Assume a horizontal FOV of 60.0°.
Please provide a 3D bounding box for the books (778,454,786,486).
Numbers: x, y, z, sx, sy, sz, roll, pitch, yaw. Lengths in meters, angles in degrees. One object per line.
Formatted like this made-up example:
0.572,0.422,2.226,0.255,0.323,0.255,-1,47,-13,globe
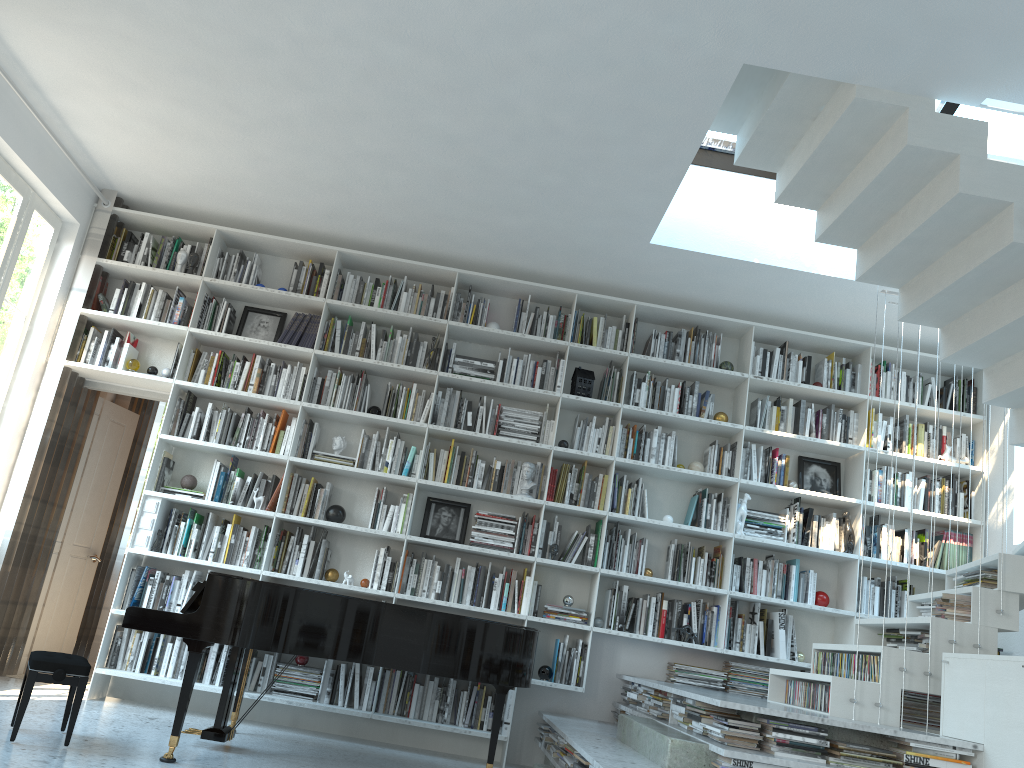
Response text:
1.843,0.621,6.131,0.021,0.252,0.167,10,-15,-1,books

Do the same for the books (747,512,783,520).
1.699,0.910,6.051,0.254,0.012,0.161,9,-16,0,books

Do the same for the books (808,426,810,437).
2.059,0.337,6.249,0.027,0.195,0.131,10,-15,-1,books

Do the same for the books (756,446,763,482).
1.695,0.583,6.143,0.012,0.284,0.160,10,-15,-1,books

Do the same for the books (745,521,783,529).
1.690,0.965,6.029,0.254,0.012,0.161,9,-16,3,books

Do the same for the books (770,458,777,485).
1.777,0.628,6.109,0.013,0.206,0.190,10,-16,-1,books

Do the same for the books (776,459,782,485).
1.813,0.636,6.125,0.033,0.212,0.153,10,-16,-1,books

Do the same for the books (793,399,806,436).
1.977,0.268,6.184,0.032,0.264,0.246,10,-16,-1,books

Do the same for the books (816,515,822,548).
2.066,1.028,6.061,0.031,0.249,0.133,10,-15,-1,books

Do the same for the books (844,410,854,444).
2.356,0.339,6.243,0.026,0.283,0.147,10,-15,-1,books

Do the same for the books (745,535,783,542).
1.670,1.057,6.005,0.285,0.012,0.160,9,-16,2,books

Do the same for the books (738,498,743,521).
1.527,0.922,6.042,0.028,0.266,0.138,10,-15,-1,books

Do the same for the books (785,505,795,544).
1.886,0.977,6.053,0.012,0.284,0.160,10,-15,-1,books

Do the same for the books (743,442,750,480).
1.605,0.558,6.140,0.015,0.300,0.141,10,-15,-1,books

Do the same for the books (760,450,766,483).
1.720,0.598,6.151,0.043,0.268,0.131,10,-15,-1,books

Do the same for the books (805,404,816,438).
2.093,0.295,6.243,0.048,0.282,0.163,10,-15,-1,books

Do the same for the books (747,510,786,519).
1.701,0.898,6.055,0.285,0.012,0.160,11,-16,-3,books

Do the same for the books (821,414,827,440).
2.155,0.333,6.220,0.031,0.217,0.166,10,-16,-1,books

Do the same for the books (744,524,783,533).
1.683,0.988,6.023,0.254,0.012,0.161,11,-16,-6,books

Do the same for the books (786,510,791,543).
1.857,0.992,6.054,0.023,0.246,0.138,10,-15,-1,books

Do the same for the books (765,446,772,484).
1.751,0.588,6.131,0.012,0.286,0.177,10,-15,-1,books

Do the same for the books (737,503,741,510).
1.498,0.931,6.006,0.027,0.221,0.184,10,-16,-1,books

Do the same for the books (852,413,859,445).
2.383,0.352,6.239,0.031,0.264,0.170,10,-15,-1,books

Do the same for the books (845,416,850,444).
2.328,0.360,6.240,0.022,0.233,0.159,10,-15,-1,books

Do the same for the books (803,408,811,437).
2.037,0.303,6.208,0.030,0.229,0.187,10,-16,-1,books

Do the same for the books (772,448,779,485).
1.796,0.597,6.130,0.014,0.284,0.176,10,-15,-1,books

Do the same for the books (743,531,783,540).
1.674,1.034,6.009,0.285,0.012,0.160,9,-16,3,books

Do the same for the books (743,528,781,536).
1.678,1.012,6.023,0.254,0.012,0.161,9,-16,0,books

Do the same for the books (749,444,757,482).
1.654,0.572,6.136,0.065,0.288,0.146,10,-15,-1,books

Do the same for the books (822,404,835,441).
2.210,0.304,6.227,0.022,0.293,0.181,10,-15,-1,books

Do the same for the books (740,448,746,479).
1.578,0.580,6.146,0.030,0.253,0.128,10,-15,-1,books

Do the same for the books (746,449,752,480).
1.614,0.583,6.124,0.011,0.247,0.156,10,-15,-1,books

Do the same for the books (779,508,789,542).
1.842,0.981,6.038,0.012,0.253,0.161,10,-15,-1,books

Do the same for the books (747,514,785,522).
1.697,0.921,6.048,0.285,0.012,0.160,9,-16,0,books

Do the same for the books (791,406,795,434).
1.943,0.289,6.230,0.025,0.238,0.143,10,-15,-1,books

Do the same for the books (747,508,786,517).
1.703,0.887,6.058,0.285,0.012,0.160,9,-16,0,books

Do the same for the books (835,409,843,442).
2.261,0.324,6.227,0.036,0.271,0.177,10,-15,-1,books

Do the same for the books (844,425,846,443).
2.311,0.353,6.249,0.014,0.245,0.143,10,-15,-1,books

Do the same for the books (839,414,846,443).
2.291,0.347,6.230,0.030,0.240,0.162,10,-15,-1,books

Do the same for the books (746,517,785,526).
1.693,0.944,6.042,0.285,0.012,0.160,9,-16,0,books

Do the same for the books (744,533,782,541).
1.672,1.046,6.009,0.254,0.012,0.161,11,-16,-5,books

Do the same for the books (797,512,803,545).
1.925,1.002,6.029,0.030,0.236,0.179,10,-16,-1,books

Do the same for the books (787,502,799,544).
1.901,0.964,6.029,0.011,0.299,0.184,10,-15,-1,books

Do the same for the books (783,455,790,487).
1.866,0.627,6.121,0.026,0.243,0.178,10,-16,-1,books

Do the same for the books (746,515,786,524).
1.695,0.931,6.038,0.285,0.012,0.160,11,-16,-6,books

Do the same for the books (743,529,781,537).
1.676,1.023,6.015,0.254,0.012,0.161,9,-16,2,books

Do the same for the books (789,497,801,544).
1.914,0.947,6.034,0.010,0.338,0.180,10,-15,-1,books

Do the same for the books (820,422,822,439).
2.132,0.333,6.229,0.013,0.215,0.178,10,-16,-1,books

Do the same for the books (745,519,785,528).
1.691,0.955,6.037,0.285,0.012,0.160,11,-16,-4,books

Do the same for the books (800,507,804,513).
1.949,0.989,6.051,0.013,0.279,0.131,10,-15,-1,books

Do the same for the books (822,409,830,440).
2.184,0.318,6.235,0.023,0.263,0.156,10,-15,-1,books

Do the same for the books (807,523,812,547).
2.017,1.007,6.067,0.010,0.277,0.129,10,-15,-1,books

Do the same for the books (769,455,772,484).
1.763,0.604,6.142,0.020,0.266,0.152,10,-15,-1,books

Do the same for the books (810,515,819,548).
2.036,1.021,6.042,0.031,0.241,0.147,10,-15,-1,books

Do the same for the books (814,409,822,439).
2.122,0.314,6.215,0.014,0.239,0.190,10,-16,-1,books

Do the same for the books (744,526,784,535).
1.681,1.001,6.026,0.285,0.012,0.160,11,-16,-3,books

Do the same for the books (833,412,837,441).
2.235,0.334,6.232,0.011,0.248,0.152,10,-15,-1,books

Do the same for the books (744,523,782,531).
1.685,0.979,6.037,0.254,0.012,0.161,10,-16,-1,books

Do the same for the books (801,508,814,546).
1.985,0.991,6.040,0.059,0.281,0.167,10,-15,-1,books
